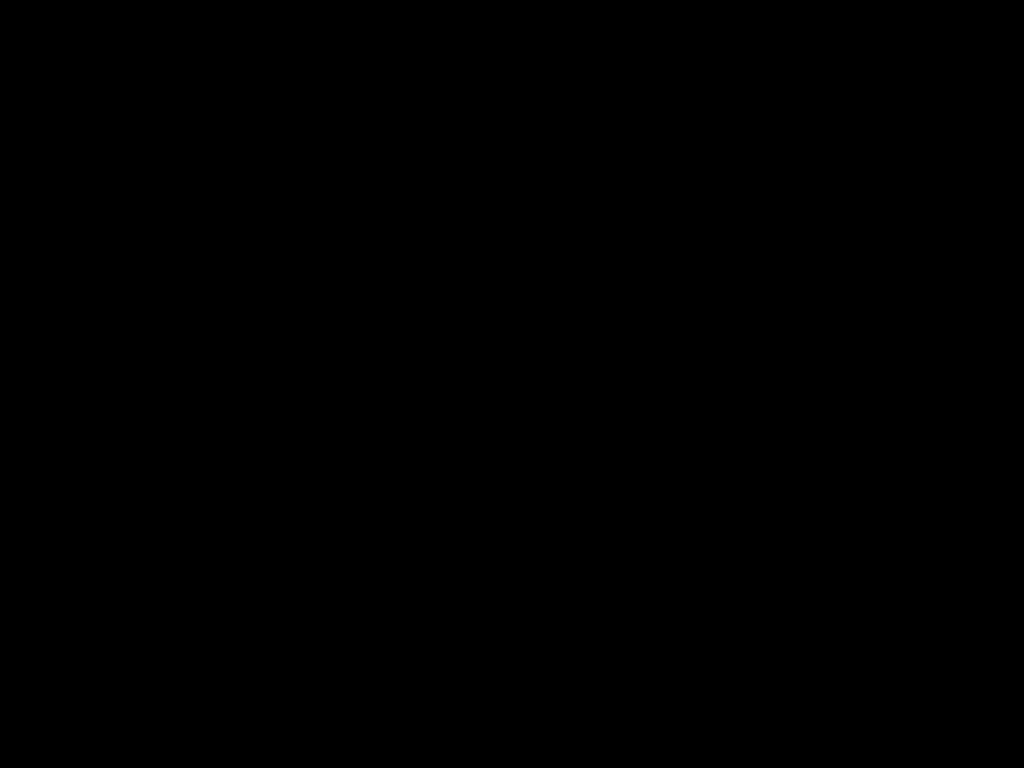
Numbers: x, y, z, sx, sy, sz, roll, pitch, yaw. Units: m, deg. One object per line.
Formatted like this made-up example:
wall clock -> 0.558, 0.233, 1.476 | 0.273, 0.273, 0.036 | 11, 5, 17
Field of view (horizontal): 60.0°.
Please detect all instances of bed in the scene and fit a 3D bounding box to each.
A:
bed -> 0.509, -0.454, 1.291 | 2.087, 0.994, 3.009 | -7, 8, 5
